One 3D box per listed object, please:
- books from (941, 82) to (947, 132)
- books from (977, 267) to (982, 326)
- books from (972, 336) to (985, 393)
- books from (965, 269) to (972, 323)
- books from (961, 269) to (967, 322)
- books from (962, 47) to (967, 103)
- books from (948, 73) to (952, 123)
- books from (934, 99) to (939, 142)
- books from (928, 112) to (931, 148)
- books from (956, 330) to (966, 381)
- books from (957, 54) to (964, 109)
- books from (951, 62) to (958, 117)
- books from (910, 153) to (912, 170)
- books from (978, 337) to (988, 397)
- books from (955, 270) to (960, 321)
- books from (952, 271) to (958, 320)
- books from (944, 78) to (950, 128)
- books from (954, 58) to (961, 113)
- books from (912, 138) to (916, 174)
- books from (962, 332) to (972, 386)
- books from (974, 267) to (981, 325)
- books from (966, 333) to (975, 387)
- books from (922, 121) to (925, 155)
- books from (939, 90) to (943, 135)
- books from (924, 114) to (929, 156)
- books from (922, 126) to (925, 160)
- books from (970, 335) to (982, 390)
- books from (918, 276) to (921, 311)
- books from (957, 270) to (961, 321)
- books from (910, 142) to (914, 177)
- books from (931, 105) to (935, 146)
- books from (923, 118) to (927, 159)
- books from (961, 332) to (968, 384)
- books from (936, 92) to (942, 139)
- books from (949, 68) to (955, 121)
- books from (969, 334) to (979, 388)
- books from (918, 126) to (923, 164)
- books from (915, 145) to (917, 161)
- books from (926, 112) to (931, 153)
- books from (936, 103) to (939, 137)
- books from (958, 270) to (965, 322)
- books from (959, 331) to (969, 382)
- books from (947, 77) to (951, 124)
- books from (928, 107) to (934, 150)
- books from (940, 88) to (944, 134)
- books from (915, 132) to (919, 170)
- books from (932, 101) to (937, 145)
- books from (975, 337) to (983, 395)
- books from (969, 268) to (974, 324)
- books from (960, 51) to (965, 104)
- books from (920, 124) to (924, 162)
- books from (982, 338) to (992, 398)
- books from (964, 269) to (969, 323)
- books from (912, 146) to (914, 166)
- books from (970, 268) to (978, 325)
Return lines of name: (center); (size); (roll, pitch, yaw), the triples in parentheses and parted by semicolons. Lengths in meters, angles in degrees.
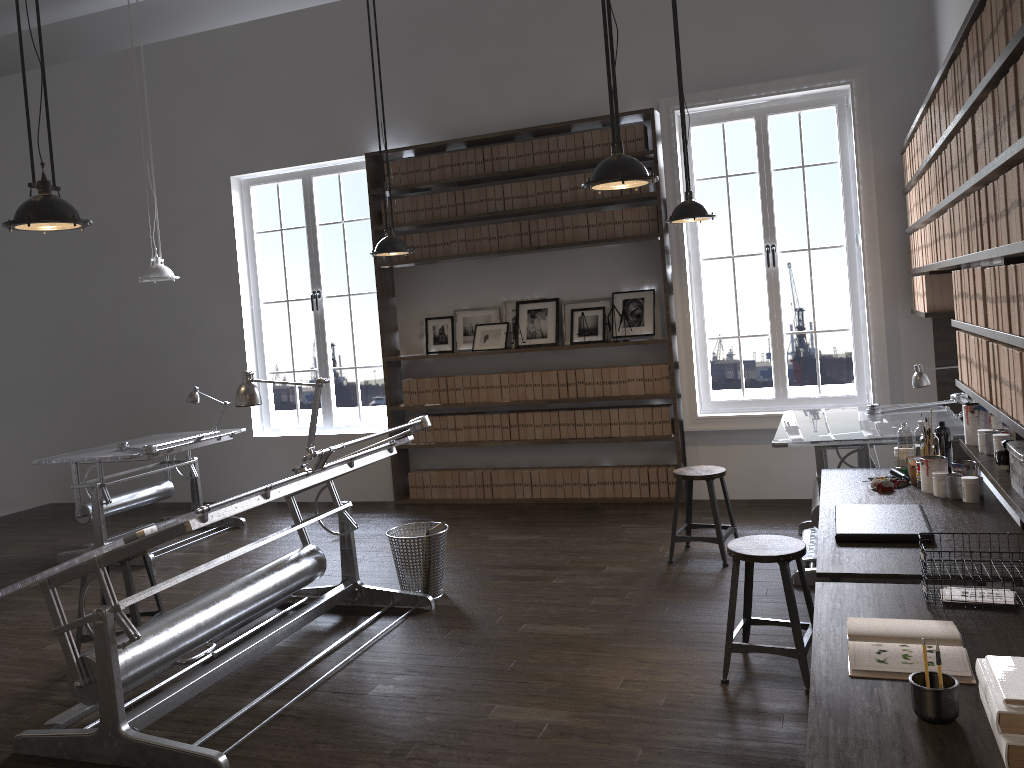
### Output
books: (1.977, -1.211, 3.858); (0.174, 0.225, 0.067); (-4, 2, 20)
books: (1.832, -0.329, 3.282); (0.174, 0.225, 0.067); (-4, 2, 20)
books: (1.923, -0.081, 3.493); (0.174, 0.225, 0.067); (-4, 2, 20)
books: (1.930, -0.359, 3.561); (0.174, 0.225, 0.067); (-4, 2, 20)
books: (1.982, -0.373, 3.693); (0.174, 0.225, 0.067); (-4, 2, 20)
books: (1.764, -1.147, 3.263); (0.174, 0.225, 0.067); (-4, 2, 20)
books: (1.907, -1.190, 3.660); (0.174, 0.225, 0.067); (-4, 2, 20)
books: (2.097, -1.246, 4.176); (0.174, 0.225, 0.067); (-4, 2, 20)
books: (2.196, -1.275, 4.449); (0.174, 0.225, 0.067); (-4, 2, 20)
books: (2.087, -0.130, 3.948); (0.174, 0.225, 0.067); (-4, 2, 20)
books: (1.814, -1.162, 3.394); (0.174, 0.225, 0.067); (-4, 2, 20)
books: (1.855, -1.175, 3.525); (0.174, 0.225, 0.067); (-4, 2, 20)
books: (2.574, -1.387, 5.496); (0.174, 0.225, 0.067); (-4, 2, 20)
books: (1.881, -0.068, 3.364); (0.174, 0.225, 0.067); (-4, 2, 20)
books: (2.046, -0.393, 3.879); (0.174, 0.225, 0.067); (-4, 2, 20)
books: (2.069, -0.400, 3.948); (0.174, 0.225, 0.067); (-4, 2, 20)
books: (1.957, -1.204, 3.790); (0.174, 0.225, 0.067); (-4, 2, 20)
books: (1.838, -1.169, 3.464); (0.174, 0.225, 0.067); (-4, 2, 20)
books: (2.495, -1.365, 5.291); (0.174, 0.225, 0.067); (-4, 2, 20)
books: (2.020, -0.110, 3.758); (0.174, 0.225, 0.067); (-4, 2, 20)
books: (1.860, -0.337, 3.353); (0.174, 0.225, 0.067); (-4, 2, 20)
books: (2.000, -0.103, 3.691); (0.174, 0.225, 0.067); (-4, 2, 20)
books: (2.285, -1.302, 4.707); (0.174, 0.225, 0.067); (-4, 2, 20)
books: (2.026, -1.225, 3.984); (0.174, 0.225, 0.067); (-4, 2, 20)
books: (2.233, -1.288, 4.572); (0.174, 0.225, 0.067); (-4, 2, 20)
books: (2.313, -1.310, 4.771); (0.174, 0.225, 0.067); (-4, 2, 20)
books: (1.950, -0.089, 3.560); (0.174, 0.225, 0.067); (-4, 2, 20)
books: (2.646, -0.572, 5.549); (0.174, 0.225, 0.067); (-4, 2, 20)
books: (2.026, -0.387, 3.819); (0.174, 0.225, 0.067); (-4, 2, 20)
books: (2.543, -1.380, 5.429); (0.174, 0.225, 0.067); (-4, 2, 20)
books: (2.145, -1.260, 4.309); (0.174, 0.225, 0.067); (-4, 2, 20)
books: (2.258, -1.295, 4.640); (0.174, 0.225, 0.067); (-4, 2, 20)
books: (2.046, -0.117, 3.825); (0.174, 0.225, 0.067); (-4, 2, 20)
books: (2.044, -1.231, 4.048); (0.174, 0.225, 0.067); (-4, 2, 20)
books: (1.880, -1.183, 3.593); (0.174, 0.225, 0.067); (-4, 2, 20)
books: (1.978, -0.096, 3.624); (0.174, 0.225, 0.067); (-4, 2, 20)
books: (2.355, -1.323, 4.905); (0.174, 0.225, 0.067); (-4, 2, 20)
books: (2.450, -1.351, 5.156); (0.174, 0.225, 0.067); (-4, 2, 20)
books: (2.216, -1.282, 4.511); (0.174, 0.225, 0.067); (-4, 2, 20)
books: (2.073, -1.238, 4.109); (0.174, 0.225, 0.067); (-4, 2, 20)
books: (1.999, -0.380, 3.758); (0.174, 0.225, 0.067); (-4, 2, 20)
books: (2.069, -0.124, 3.884); (0.174, 0.225, 0.067); (-4, 2, 20)
books: (1.935, -1.197, 3.724); (0.174, 0.225, 0.067); (-4, 2, 20)
books: (2.166, -1.267, 4.381); (0.174, 0.225, 0.067); (-4, 2, 20)
books: (2.003, -1.218, 3.925); (0.174, 0.225, 0.067); (-4, 2, 20)
books: (2.422, -1.344, 5.095); (0.174, 0.225, 0.067); (-4, 2, 20)
books: (2.117, -1.253, 4.244); (0.174, 0.225, 0.067); (-4, 2, 20)
books: (1.898, -0.074, 3.425); (0.174, 0.225, 0.067); (-4, 2, 20)
books: (1.910, -0.352, 3.493); (0.174, 0.225, 0.067); (-4, 2, 20)
books: (1.792, -1.155, 3.327); (0.174, 0.225, 0.067); (-4, 2, 20)
books: (2.334, -1.317, 4.838); (0.174, 0.225, 0.067); (-4, 2, 20)
books: (1.861, -0.061, 3.302); (0.174, 0.225, 0.067); (-4, 2, 20)
books: (1.958, -0.366, 3.626); (0.174, 0.225, 0.067); (-4, 2, 20)
books: (2.523, -1.372, 5.356); (0.174, 0.225, 0.067); (-4, 2, 20)
books: (1.880, -0.344, 3.424); (0.174, 0.225, 0.067); (-4, 2, 20)
